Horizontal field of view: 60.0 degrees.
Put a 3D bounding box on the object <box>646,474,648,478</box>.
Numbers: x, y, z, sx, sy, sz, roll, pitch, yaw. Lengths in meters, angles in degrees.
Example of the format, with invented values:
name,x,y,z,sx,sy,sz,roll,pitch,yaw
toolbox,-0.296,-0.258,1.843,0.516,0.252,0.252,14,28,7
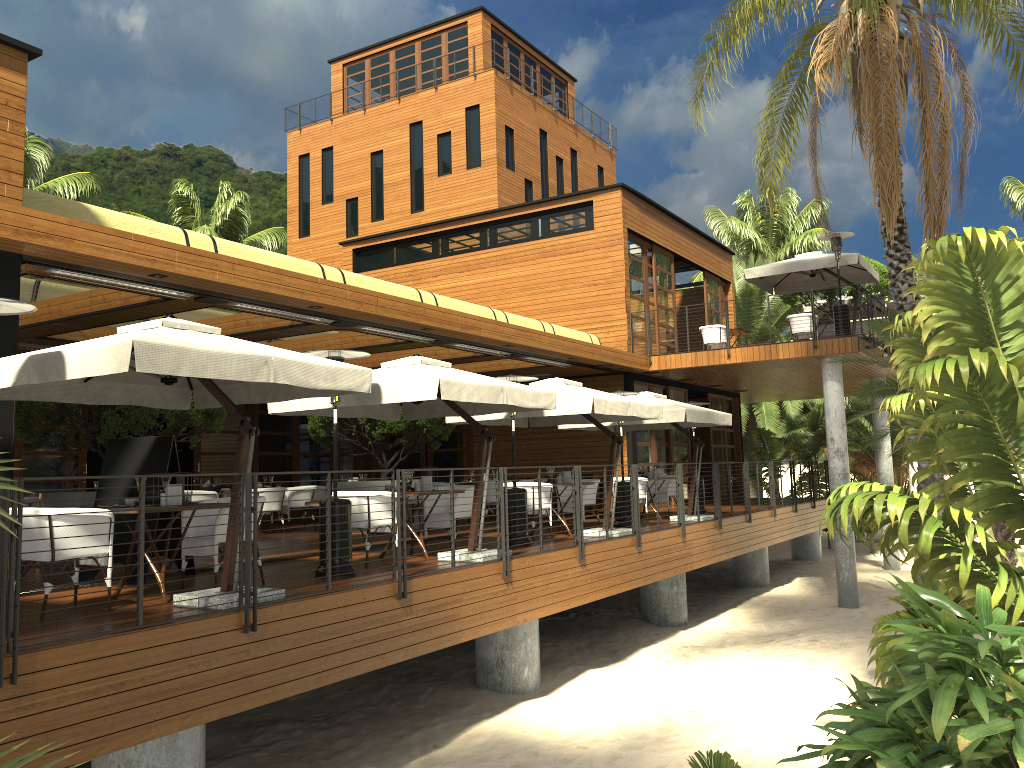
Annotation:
name,x,y,z,sx,sy,sz,roll,pitch,yaw
object,2.468,1.674,16.089,0.116,0.065,0.116,-3,-6,13

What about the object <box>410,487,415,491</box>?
name,x,y,z,sx,sy,sz,roll,pitch,yaw
object,-1.161,1.232,10.382,0.080,0.042,0.080,-1,-6,-7

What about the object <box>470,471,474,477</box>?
name,x,y,z,sx,sy,sz,roll,pitch,yaw
object,-0.771,1.779,17.037,0.082,0.227,0.082,-1,-7,-7

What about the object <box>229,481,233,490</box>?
name,x,y,z,sx,sy,sz,roll,pitch,yaw
object,-4.985,1.820,15.910,0.163,0.179,0.167,3,-8,-38

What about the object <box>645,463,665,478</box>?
name,x,y,z,sx,sy,sz,roll,pitch,yaw
object,2.549,1.548,15.843,0.263,0.264,0.263,0,-6,-14

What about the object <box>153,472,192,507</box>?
name,x,y,z,sx,sy,sz,roll,pitch,yaw
object,-2.762,0.856,7.220,0.263,0.264,0.263,0,-6,-14

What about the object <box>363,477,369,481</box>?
name,x,y,z,sx,sy,sz,roll,pitch,yaw
object,-3.114,2.055,18.862,0.168,0.179,0.162,-1,-6,-7

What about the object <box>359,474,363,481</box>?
name,x,y,z,sx,sy,sz,roll,pitch,yaw
object,-3.112,1.974,18.309,0.082,0.227,0.082,0,-7,-16

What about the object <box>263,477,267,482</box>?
name,x,y,z,sx,sy,sz,roll,pitch,yaw
object,-4.509,1.808,16.206,0.082,0.227,0.082,-8,-9,42

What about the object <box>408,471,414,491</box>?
name,x,y,z,sx,sy,sz,roll,pitch,yaw
object,-1.198,1.145,10.466,0.082,0.227,0.082,-4,-7,20

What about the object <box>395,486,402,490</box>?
name,x,y,z,sx,sy,sz,roll,pitch,yaw
object,-1.299,1.189,10.025,0.116,0.065,0.116,-5,-7,30

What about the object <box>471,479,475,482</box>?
name,x,y,z,sx,sy,sz,roll,pitch,yaw
object,-0.743,1.886,17.268,0.116,0.065,0.116,-1,-6,-9

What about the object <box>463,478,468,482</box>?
name,x,y,z,sx,sy,sz,roll,pitch,yaw
object,-0.911,1.893,17.405,0.086,0.086,0.086,-7,-8,42

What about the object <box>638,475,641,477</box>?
name,x,y,z,sx,sy,sz,roll,pitch,yaw
object,2.246,1.651,15.780,0.116,0.065,0.116,-3,-6,13

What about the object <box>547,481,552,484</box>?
name,x,y,z,sx,sy,sz,roll,pitch,yaw
object,0.547,1.422,12.832,0.080,0.042,0.080,-1,-6,-7

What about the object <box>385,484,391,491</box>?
name,x,y,z,sx,sy,sz,roll,pitch,yaw
object,-1.403,1.185,10.069,0.086,0.086,0.086,-6,-8,36

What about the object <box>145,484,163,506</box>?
name,x,y,z,sx,sy,sz,roll,pitch,yaw
object,-3.015,0.920,7.369,0.168,0.179,0.163,-5,-7,29

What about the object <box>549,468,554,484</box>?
name,x,y,z,sx,sy,sz,roll,pitch,yaw
object,0.577,1.319,12.772,0.082,0.227,0.082,-6,-8,32

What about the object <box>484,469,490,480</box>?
name,x,y,z,sx,sy,sz,roll,pitch,yaw
object,-0.543,1.780,17.264,0.263,0.264,0.263,0,-6,-13

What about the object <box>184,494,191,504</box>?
name,x,y,z,sx,sy,sz,roll,pitch,yaw
object,-2.739,0.965,7.428,0.086,0.086,0.086,-6,-8,36

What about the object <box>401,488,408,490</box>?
name,x,y,z,sx,sy,sz,roll,pitch,yaw
object,-1.213,1.193,9.973,0.080,0.042,0.080,-1,-6,-7

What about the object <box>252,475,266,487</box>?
name,x,y,z,sx,sy,sz,roll,pitch,yaw
object,-4.602,1.766,15.902,0.263,0.264,0.263,4,-8,-41

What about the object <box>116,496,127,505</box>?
name,x,y,z,sx,sy,sz,roll,pitch,yaw
object,-3.169,0.955,7.202,0.086,0.086,0.086,-6,-8,36

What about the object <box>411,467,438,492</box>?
name,x,y,z,sx,sy,sz,roll,pitch,yaw
object,-0.996,1.086,10.087,0.263,0.264,0.263,0,-6,-14

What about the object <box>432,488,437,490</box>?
name,x,y,z,sx,sy,sz,roll,pitch,yaw
object,-1.035,1.247,10.489,0.294,0.025,0.170,-5,-7,31

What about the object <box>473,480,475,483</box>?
name,x,y,z,sx,sy,sz,roll,pitch,yaw
object,-0.720,1.884,17.142,0.080,0.042,0.080,-4,-6,21

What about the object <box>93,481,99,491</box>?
name,x,y,z,sx,sy,sz,roll,pitch,yaw
object,-6.342,1.598,13.524,0.082,0.227,0.082,-7,-9,41

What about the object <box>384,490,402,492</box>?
name,x,y,z,sx,sy,sz,roll,pitch,yaw
object,-1.340,1.195,9.864,0.294,0.025,0.170,-5,-7,31

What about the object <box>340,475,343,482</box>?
name,x,y,z,sx,sy,sz,roll,pitch,yaw
object,-3.526,1.987,18.321,0.082,0.227,0.082,1,-7,-21

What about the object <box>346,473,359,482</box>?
name,x,y,z,sx,sy,sz,roll,pitch,yaw
object,-3.328,1.989,18.547,0.263,0.264,0.263,-1,-6,-10

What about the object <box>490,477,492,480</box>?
name,x,y,z,sx,sy,sz,roll,pitch,yaw
object,-0.441,1.890,17.518,0.086,0.086,0.086,-6,-7,32

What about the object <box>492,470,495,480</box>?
name,x,y,z,sx,sy,sz,roll,pitch,yaw
object,-0.344,1.766,17.037,0.082,0.227,0.082,1,-7,-23

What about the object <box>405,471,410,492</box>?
name,x,y,z,sx,sy,sz,roll,pitch,yaw
object,-1.184,1.090,9.913,0.082,0.227,0.082,-6,-8,32

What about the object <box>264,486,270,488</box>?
name,x,y,z,sx,sy,sz,roll,pitch,yaw
object,-4.413,1.867,15.974,0.116,0.065,0.116,3,-7,-38

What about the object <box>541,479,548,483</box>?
name,x,y,z,sx,sy,sz,roll,pitch,yaw
object,0.461,1.418,12.884,0.116,0.065,0.116,-5,-7,30

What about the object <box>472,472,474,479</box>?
name,x,y,z,sx,sy,sz,roll,pitch,yaw
object,-0.778,1.820,17.448,0.082,0.227,0.082,1,-7,-23

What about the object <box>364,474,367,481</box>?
name,x,y,z,sx,sy,sz,roll,pitch,yaw
object,-3.091,2.015,18.733,0.082,0.227,0.082,1,-7,-21

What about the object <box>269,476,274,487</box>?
name,x,y,z,sx,sy,sz,roll,pitch,yaw
object,-4.305,1.767,15.850,0.082,0.227,0.082,4,-9,-40

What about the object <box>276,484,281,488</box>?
name,x,y,z,sx,sy,sz,roll,pitch,yaw
object,-4.200,1.846,15.936,0.086,0.086,0.086,-3,-6,9

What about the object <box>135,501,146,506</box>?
name,x,y,z,sx,sy,sz,roll,pitch,yaw
object,-2.979,0.963,7.106,0.080,0.042,0.080,-4,-6,23

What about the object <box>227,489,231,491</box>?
name,x,y,z,sx,sy,sz,roll,pitch,yaw
object,-4.876,1.864,15.602,0.170,0.025,0.294,2,-7,-36

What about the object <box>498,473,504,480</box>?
name,x,y,z,sx,sy,sz,roll,pitch,yaw
object,-0.211,1.792,17.065,0.163,0.179,0.167,-1,-6,-9

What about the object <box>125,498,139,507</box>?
name,x,y,z,sx,sy,sz,roll,pitch,yaw
object,-3.065,0.959,7.157,0.116,0.065,0.116,-6,-7,35

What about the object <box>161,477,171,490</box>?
name,x,y,z,sx,sy,sz,roll,pitch,yaw
object,-2.964,0.915,7.599,0.082,0.227,0.082,-6,-8,32

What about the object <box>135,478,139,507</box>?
name,x,y,z,sx,sy,sz,roll,pitch,yaw
object,-2.950,0.860,7.045,0.082,0.227,0.082,-6,-8,32

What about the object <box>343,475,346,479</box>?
name,x,y,z,sx,sy,sz,roll,pitch,yaw
object,-3.531,2.029,18.744,0.082,0.227,0.082,0,-7,-16

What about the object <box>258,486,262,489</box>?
name,x,y,z,sx,sy,sz,roll,pitch,yaw
object,-4.487,1.844,15.718,0.116,0.065,0.116,0,-6,-15

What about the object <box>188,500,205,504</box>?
name,x,y,z,sx,sy,sz,roll,pitch,yaw
object,-2.801,1.017,7.621,0.294,0.025,0.170,-5,-7,31

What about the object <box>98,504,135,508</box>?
name,x,y,z,sx,sy,sz,roll,pitch,yaw
object,-3.106,0.964,6.997,0.294,0.025,0.170,-5,-7,31

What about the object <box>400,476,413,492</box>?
name,x,y,z,sx,sy,sz,roll,pitch,yaw
object,-1.250,1.151,10.240,0.163,0.179,0.167,-6,-7,33

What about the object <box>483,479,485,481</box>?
name,x,y,z,sx,sy,sz,roll,pitch,yaw
object,-0.536,1.854,17.005,0.116,0.065,0.116,-3,-6,14

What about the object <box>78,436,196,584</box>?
name,x,y,z,sx,sy,sz,roll,pitch,yaw
object,-3.693,1.225,8.798,0.768,1.400,0.770,-4,-7,16
